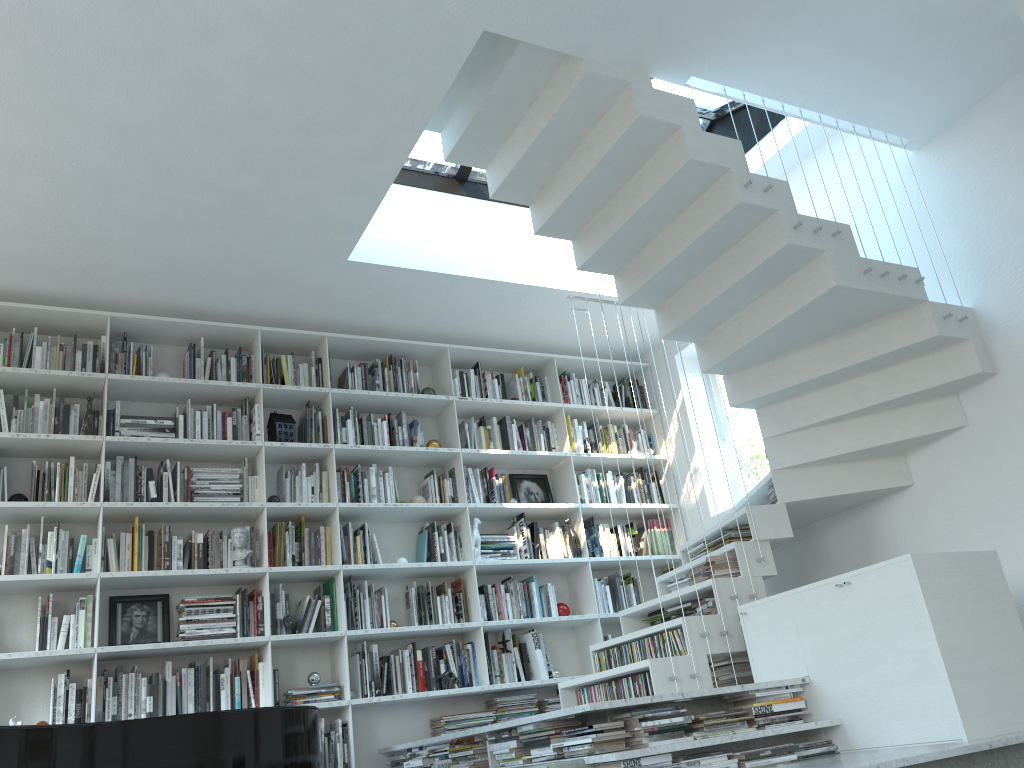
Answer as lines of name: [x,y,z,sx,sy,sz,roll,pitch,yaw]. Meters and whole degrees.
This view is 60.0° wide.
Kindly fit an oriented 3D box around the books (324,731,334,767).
books: [-0.976,1.975,4.717,0.026,0.224,0.175,4,-25,-28]

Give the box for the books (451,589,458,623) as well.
books: [-0.384,1.397,5.479,0.021,0.231,0.156,4,-25,-28]

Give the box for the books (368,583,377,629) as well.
books: [-0.839,1.341,5.254,0.006,0.284,0.160,4,-25,-28]

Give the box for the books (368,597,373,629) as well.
books: [-0.860,1.375,5.220,0.013,0.202,0.167,4,-25,-28]

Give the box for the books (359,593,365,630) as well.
books: [-0.902,1.351,5.178,0.011,0.225,0.188,4,-25,-28]

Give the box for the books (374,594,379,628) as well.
books: [-0.817,1.371,5.251,0.008,0.222,0.134,4,-25,-28]

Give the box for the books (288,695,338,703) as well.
books: [-1.091,1.727,4.842,0.254,0.012,0.161,1,-24,-23]

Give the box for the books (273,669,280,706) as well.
books: [-1.300,1.672,4.830,0.030,0.209,0.137,4,-25,-28]

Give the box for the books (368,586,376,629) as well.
books: [-0.848,1.342,5.228,0.012,0.266,0.183,4,-25,-28]

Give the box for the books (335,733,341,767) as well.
books: [-0.948,1.983,4.728,0.011,0.211,0.179,4,-25,-28]

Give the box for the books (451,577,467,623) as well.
books: [-0.329,1.365,5.506,0.007,0.294,0.162,4,-25,-28]

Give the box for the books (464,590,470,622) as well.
books: [-0.305,1.409,5.526,0.009,0.223,0.146,4,-25,-28]

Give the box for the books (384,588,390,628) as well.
books: [-0.769,1.359,5.276,0.013,0.250,0.173,4,-25,-28]

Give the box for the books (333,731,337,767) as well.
books: [-0.967,1.982,4.739,0.012,0.224,0.149,4,-25,-28]

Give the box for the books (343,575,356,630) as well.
books: [-0.954,1.309,5.210,0.007,0.340,0.150,4,-25,-28]

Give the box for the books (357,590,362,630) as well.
books: [-0.919,1.344,5.185,0.013,0.247,0.165,4,-25,-28]

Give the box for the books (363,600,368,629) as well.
books: [-0.881,1.374,5.189,0.013,0.185,0.184,4,-25,-28]

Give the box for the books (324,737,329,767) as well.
books: [-1.003,1.994,4.724,0.013,0.201,0.140,4,-25,-28]

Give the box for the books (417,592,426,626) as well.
books: [-0.570,1.384,5.361,0.016,0.215,0.178,4,-25,-28]

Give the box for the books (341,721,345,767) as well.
books: [-0.935,1.970,4.779,0.015,0.269,0.158,4,-25,-28]

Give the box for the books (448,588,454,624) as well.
books: [-0.409,1.390,5.452,0.018,0.228,0.182,4,-25,-28]

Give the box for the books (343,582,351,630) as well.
books: [-0.972,1.322,5.174,0.018,0.294,0.178,4,-25,-28]

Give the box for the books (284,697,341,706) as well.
books: [-1.090,1.739,4.840,0.285,0.012,0.160,2,-25,-23]

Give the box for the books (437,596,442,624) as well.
books: [-0.474,1.403,5.398,0.018,0.181,0.182,4,-25,-28]

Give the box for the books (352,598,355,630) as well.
books: [-0.949,1.367,5.172,0.013,0.203,0.154,4,-25,-28]

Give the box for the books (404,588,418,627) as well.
books: [-0.608,1.371,5.365,0.019,0.250,0.130,4,-25,-28]

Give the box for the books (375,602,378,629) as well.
books: [-0.823,1.390,5.237,0.013,0.178,0.141,4,-25,-28]

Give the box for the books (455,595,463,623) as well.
books: [-0.352,1.411,5.457,0.016,0.179,0.190,4,-25,-28]

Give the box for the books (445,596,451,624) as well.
books: [-0.426,1.409,5.430,0.019,0.182,0.191,4,-25,-28]

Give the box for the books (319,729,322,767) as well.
books: [-1.038,1.964,4.696,0.014,0.245,0.177,4,-25,-28]

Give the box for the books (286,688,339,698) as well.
books: [-1.092,1.690,4.848,0.254,0.012,0.161,4,-26,-28]

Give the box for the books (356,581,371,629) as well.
books: [-0.876,1.324,5.214,0.014,0.295,0.176,4,-25,-28]

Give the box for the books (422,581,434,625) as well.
books: [-0.521,1.365,5.424,0.007,0.284,0.160,4,-25,-28]

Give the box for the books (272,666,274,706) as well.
books: [-1.326,1.660,4.818,0.027,0.228,0.142,4,-25,-28]

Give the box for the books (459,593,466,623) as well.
books: [-0.335,1.409,5.490,0.013,0.203,0.159,4,-25,-28]

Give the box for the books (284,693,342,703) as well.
books: [-1.091,1.715,4.844,0.285,0.012,0.160,3,-25,-25]

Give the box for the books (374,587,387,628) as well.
books: [-0.781,1.353,5.271,0.014,0.260,0.142,4,-25,-28]

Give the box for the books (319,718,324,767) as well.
books: [-1.030,1.948,4.732,0.032,0.299,0.149,4,-25,-28]

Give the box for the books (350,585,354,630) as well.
books: [-0.959,1.329,5.176,0.006,0.280,0.155,4,-25,-28]

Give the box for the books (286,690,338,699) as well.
books: [-1.095,1.706,4.853,0.254,0.012,0.161,2,-25,-23]

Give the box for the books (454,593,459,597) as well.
books: [-0.353,1.412,5.492,0.016,0.204,0.142,4,-25,-28]

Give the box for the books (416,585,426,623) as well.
books: [-0.566,1.369,5.388,0.015,0.261,0.150,4,-25,-28]

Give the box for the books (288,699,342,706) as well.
books: [-1.087,1.748,4.831,0.285,0.012,0.160,3,-25,-25]

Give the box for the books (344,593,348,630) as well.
books: [-0.987,1.352,5.168,0.011,0.238,0.137,4,-25,-28]

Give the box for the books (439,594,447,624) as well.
books: [-0.444,1.404,5.428,0.015,0.194,0.176,4,-25,-28]

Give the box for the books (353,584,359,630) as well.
books: [-0.928,1.327,5.186,0.005,0.282,0.159,4,-25,-28]

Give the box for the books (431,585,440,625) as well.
books: [-0.495,1.371,5.402,0.018,0.250,0.184,4,-25,-28]

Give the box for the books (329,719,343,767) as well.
books: [-0.942,1.953,4.756,0.021,0.283,0.173,4,-25,-28]

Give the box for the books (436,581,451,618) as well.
books: [-0.423,1.369,5.455,0.006,0.273,0.173,4,-25,-28]

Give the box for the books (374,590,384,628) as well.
books: [-0.804,1.361,5.252,0.015,0.237,0.177,4,-25,-28]

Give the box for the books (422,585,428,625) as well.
books: [-0.555,1.371,5.393,0.008,0.257,0.159,4,-25,-28]

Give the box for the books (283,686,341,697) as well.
books: [-1.097,1.683,4.860,0.285,0.012,0.160,2,-25,-24]

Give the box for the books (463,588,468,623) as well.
books: [-0.317,1.407,5.532,0.007,0.234,0.132,4,-25,-28]

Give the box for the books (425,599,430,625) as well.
books: [-0.543,1.403,5.408,0.031,0.207,0.123,4,-25,-28]

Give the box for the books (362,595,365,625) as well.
books: [-0.897,1.361,5.193,0.013,0.217,0.161,4,-25,-28]

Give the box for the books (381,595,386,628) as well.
books: [-0.787,1.375,5.250,0.014,0.206,0.181,4,-25,-28]

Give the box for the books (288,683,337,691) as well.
books: [-1.096,1.669,4.859,0.254,0.012,0.161,0,-24,-20]

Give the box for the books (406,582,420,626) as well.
books: [-0.601,1.360,5.390,0.016,0.288,0.132,4,-25,-28]
